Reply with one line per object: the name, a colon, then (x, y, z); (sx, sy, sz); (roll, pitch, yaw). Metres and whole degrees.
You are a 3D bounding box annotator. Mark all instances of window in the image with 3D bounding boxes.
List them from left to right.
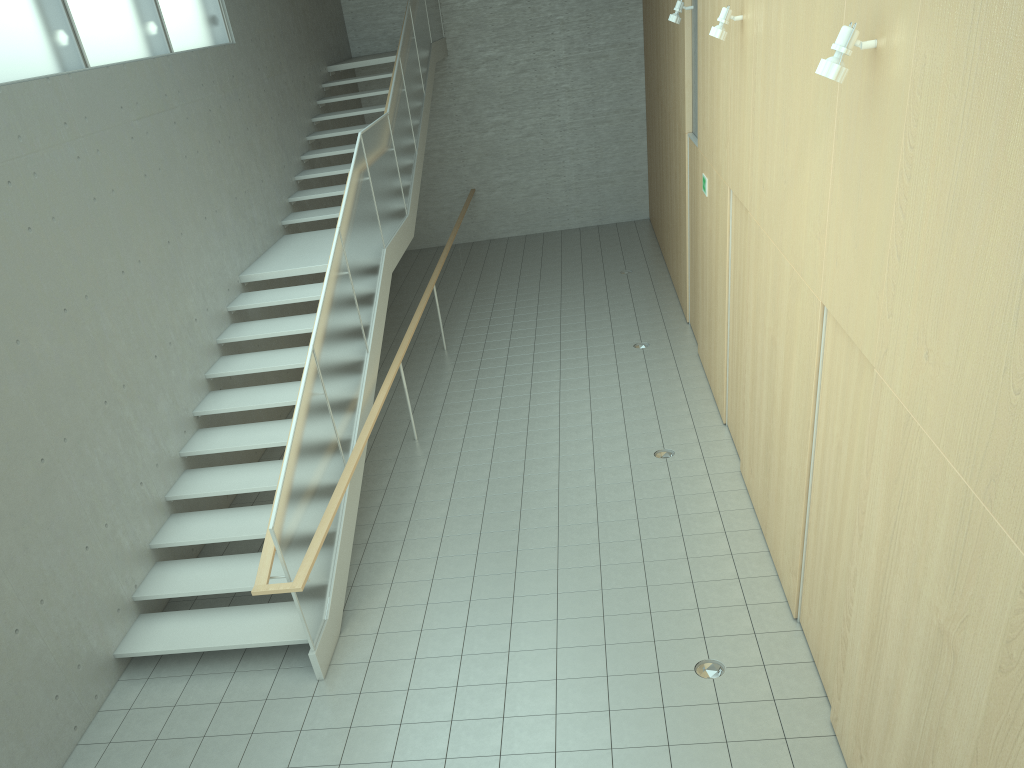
window: (-3.484, -2.609, 3.192); (0.030, 3.189, 13.593); (-4, 25, 6)

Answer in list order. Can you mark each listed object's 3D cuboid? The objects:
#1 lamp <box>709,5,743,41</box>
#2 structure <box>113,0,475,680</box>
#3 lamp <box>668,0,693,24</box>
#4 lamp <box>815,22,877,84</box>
lamp: (1.458, -2.461, 5.796); (0.229, 0.225, 0.124); (-14, 30, -10)
structure: (-2.017, -1.973, 9.542); (1.891, 4.876, 10.953); (-5, 26, 6)
lamp: (1.602, -3.553, 8.108); (0.229, 0.225, 0.124); (-14, 30, -10)
lamp: (1.305, -1.294, 3.323); (0.229, 0.225, 0.124); (-14, 30, -10)
